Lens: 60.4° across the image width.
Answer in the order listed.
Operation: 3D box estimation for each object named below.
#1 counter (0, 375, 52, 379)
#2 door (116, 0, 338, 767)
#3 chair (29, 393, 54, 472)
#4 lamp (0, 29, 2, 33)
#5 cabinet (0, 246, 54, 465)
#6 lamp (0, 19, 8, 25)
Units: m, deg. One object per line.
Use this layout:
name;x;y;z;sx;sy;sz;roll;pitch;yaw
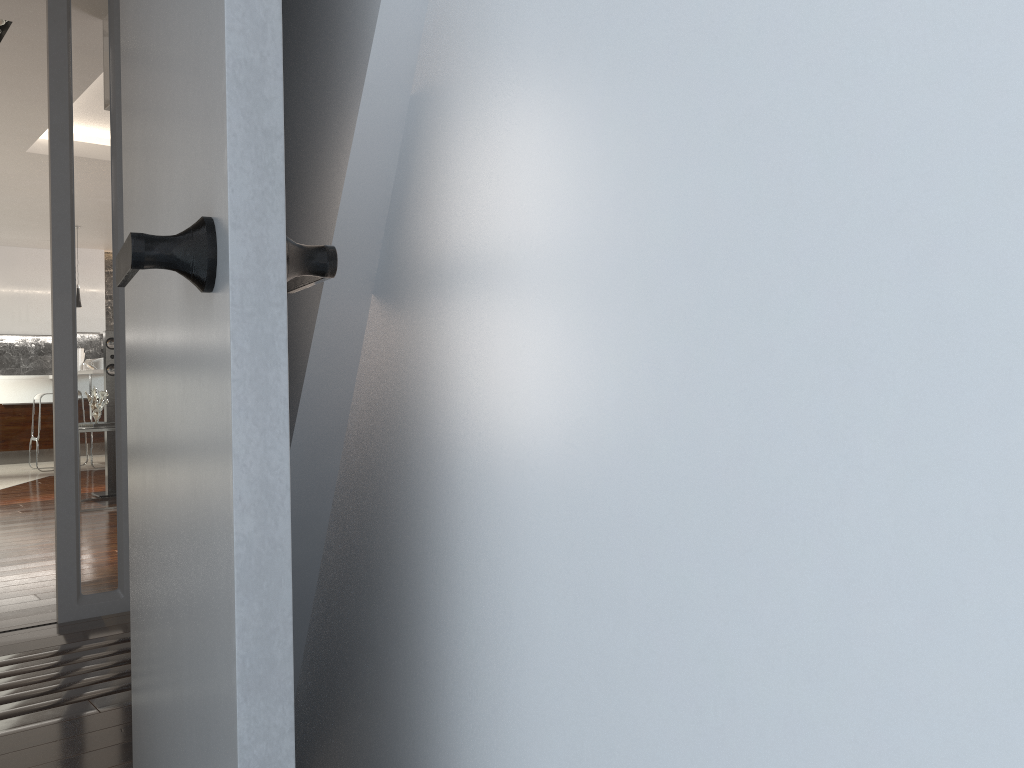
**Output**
counter;-6.074;-0.060;8.721;4.251;0.041;2.547;-1;0;-40
door;-0.705;-0.179;0.814;1.056;2.093;0.925;-1;0;-40
chair;-4.779;0.494;9.221;0.454;0.800;0.398;-1;0;-40
lamp;-2.473;-1.664;4.079;0.187;0.077;0.167;-1;0;-45
cabinet;-4.387;-0.362;9.059;7.299;2.500;4.208;-1;0;-40
lamp;-2.365;-1.665;3.947;0.186;0.077;0.168;-1;0;-34
